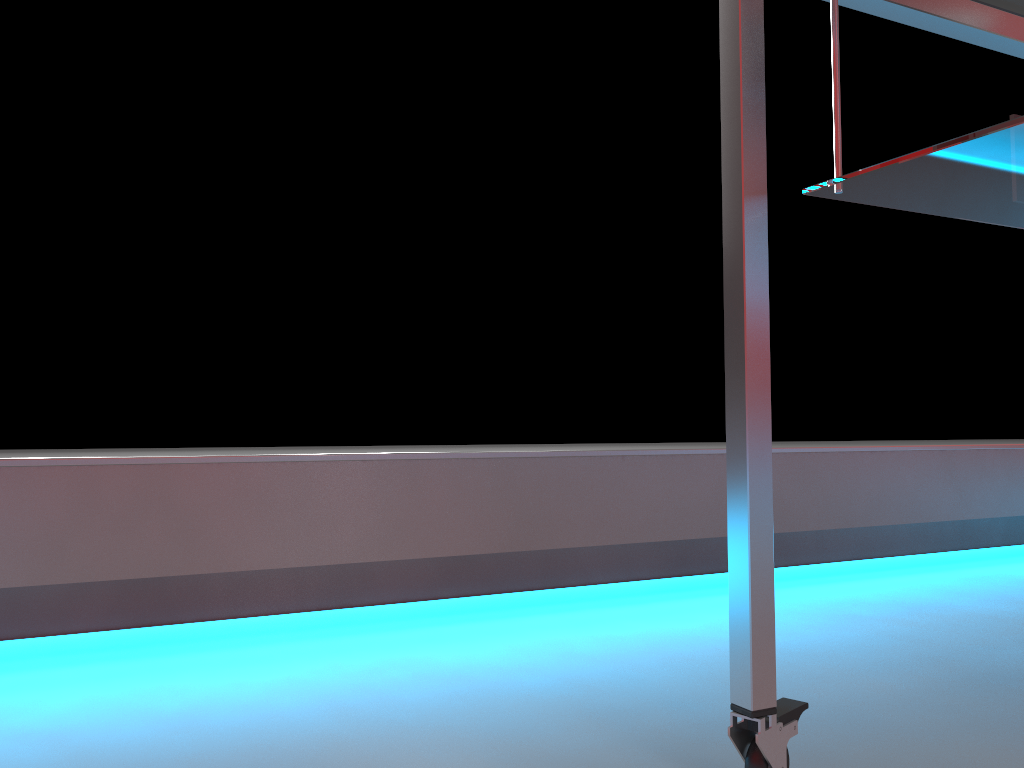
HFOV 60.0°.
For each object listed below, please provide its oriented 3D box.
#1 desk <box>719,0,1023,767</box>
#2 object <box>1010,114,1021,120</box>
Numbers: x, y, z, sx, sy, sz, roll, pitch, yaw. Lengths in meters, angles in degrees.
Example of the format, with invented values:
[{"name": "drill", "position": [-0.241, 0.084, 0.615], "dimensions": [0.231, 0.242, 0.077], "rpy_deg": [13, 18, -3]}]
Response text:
[{"name": "desk", "position": [1.005, -0.022, 0.805], "dimensions": [1.617, 0.690, 0.594], "rpy_deg": [1, -3, -27]}, {"name": "object", "position": [0.735, -0.206, 0.749], "dimensions": [0.435, 0.092, 0.365], "rpy_deg": [1, -3, -27]}]
